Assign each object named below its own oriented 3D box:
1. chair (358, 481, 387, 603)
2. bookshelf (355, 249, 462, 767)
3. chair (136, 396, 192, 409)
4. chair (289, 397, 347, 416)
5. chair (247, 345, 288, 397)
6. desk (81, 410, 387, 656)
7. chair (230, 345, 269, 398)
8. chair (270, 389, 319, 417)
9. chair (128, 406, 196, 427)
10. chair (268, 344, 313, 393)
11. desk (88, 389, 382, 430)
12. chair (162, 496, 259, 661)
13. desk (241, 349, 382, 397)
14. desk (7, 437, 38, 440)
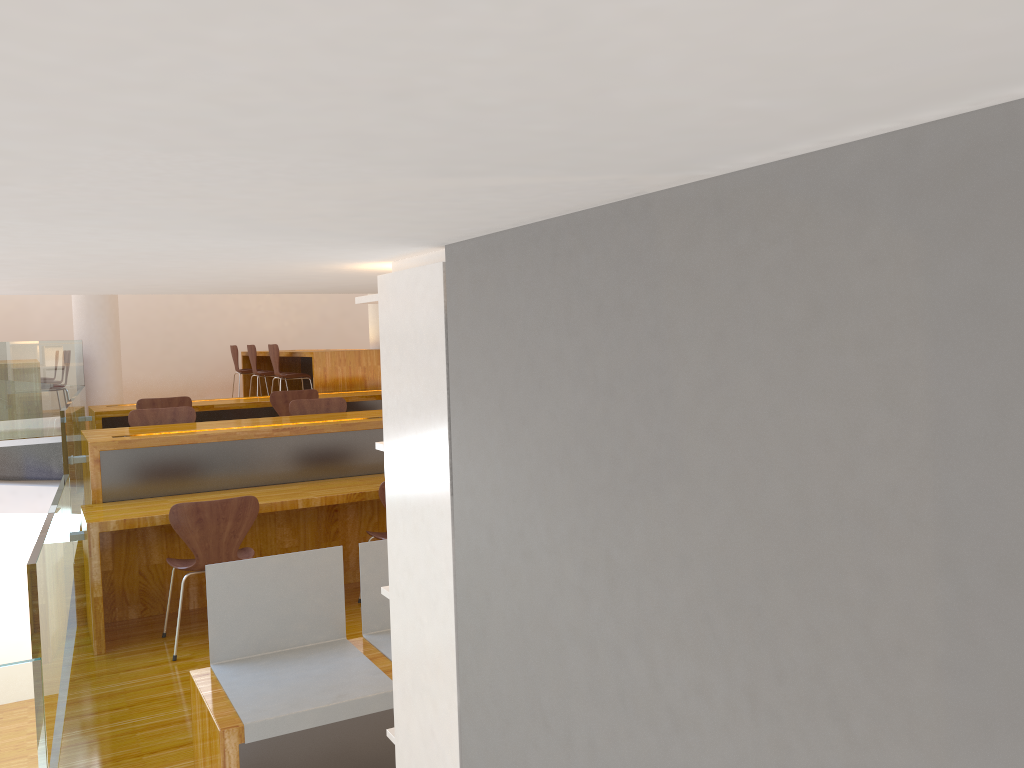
[{"bbox_3d":[-0.551,0.806,4.608,0.428,0.693,0.381,-3,3,-28],"label":"chair"},{"bbox_3d":[1.090,0.580,2.594,2.984,1.836,0.498,-3,3,-28],"label":"bookshelf"},{"bbox_3d":[-2.650,0.439,6.746,0.428,0.693,0.381,-3,3,-28],"label":"chair"},{"bbox_3d":[-1.202,0.448,5.771,0.428,0.693,0.381,-3,3,-28],"label":"chair"},{"bbox_3d":[-2.636,-0.083,9.589,0.381,0.693,0.428,-3,3,-28],"label":"chair"},{"bbox_3d":[-0.785,0.665,5.309,3.236,0.918,1.285,-3,3,-28],"label":"desk"},{"bbox_3d":[-3.137,-0.122,10.589,0.381,0.693,0.428,-3,3,-28],"label":"chair"},{"bbox_3d":[-1.797,0.389,7.209,0.428,0.693,0.381,-3,3,-28],"label":"chair"},{"bbox_3d":[-2.055,0.498,5.308,0.428,0.693,0.381,-3,3,-28],"label":"chair"},{"bbox_3d":[-2.172,-0.051,8.736,0.381,0.693,0.428,-3,3,-28],"label":"chair"},{"bbox_3d":[-1.888,0.413,7.716,3.185,0.606,0.760,-3,3,-28],"label":"desk"},{"bbox_3d":[-1.403,0.856,4.146,0.428,0.693,0.381,-3,3,-28],"label":"chair"},{"bbox_3d":[-2.249,-0.066,9.772,0.760,0.606,3.185,-3,3,-28],"label":"desk"},{"bbox_3d":[-5.198,0.027,8.131,1.527,0.785,3.243,-3,3,-28],"label":"desk"}]
